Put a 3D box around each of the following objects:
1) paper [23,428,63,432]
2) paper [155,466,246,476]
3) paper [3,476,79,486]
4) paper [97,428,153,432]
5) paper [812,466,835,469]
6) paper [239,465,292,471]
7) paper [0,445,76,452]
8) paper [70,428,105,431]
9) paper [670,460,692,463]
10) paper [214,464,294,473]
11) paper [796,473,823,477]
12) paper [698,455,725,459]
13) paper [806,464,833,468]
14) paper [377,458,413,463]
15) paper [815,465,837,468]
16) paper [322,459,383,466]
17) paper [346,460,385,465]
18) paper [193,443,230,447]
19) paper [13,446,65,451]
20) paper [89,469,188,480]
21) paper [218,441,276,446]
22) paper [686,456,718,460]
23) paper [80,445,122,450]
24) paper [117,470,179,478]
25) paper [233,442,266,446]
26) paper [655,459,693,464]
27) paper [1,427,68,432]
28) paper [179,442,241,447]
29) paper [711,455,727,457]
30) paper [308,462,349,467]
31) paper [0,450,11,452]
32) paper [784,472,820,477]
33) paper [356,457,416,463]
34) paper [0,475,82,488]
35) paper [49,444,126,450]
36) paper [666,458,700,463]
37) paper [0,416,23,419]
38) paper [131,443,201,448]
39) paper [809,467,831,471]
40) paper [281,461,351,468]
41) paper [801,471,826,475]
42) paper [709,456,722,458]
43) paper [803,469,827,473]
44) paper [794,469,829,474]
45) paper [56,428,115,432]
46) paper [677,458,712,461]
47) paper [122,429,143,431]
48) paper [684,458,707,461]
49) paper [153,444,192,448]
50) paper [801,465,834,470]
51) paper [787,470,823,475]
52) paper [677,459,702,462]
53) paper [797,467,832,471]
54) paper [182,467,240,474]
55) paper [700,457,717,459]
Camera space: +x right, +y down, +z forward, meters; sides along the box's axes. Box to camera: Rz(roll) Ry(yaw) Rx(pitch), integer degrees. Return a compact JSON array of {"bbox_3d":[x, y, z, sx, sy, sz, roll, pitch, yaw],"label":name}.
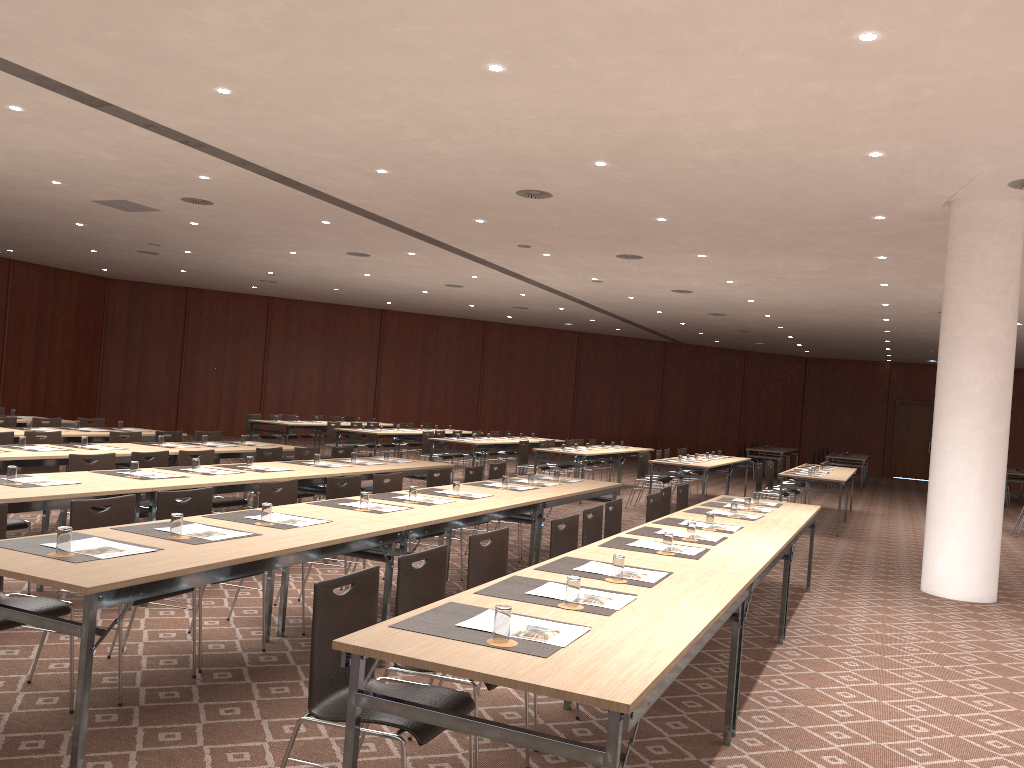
[{"bbox_3d":[-5.484,0.540,10.429,0.398,0.006,0.284,4,-1,22],"label":"paper"},{"bbox_3d":[-2.579,0.718,7.358,0.565,0.003,0.460,4,-1,22],"label":"paper"},{"bbox_3d":[-3.130,0.643,5.890,0.398,0.006,0.284,4,-1,22],"label":"paper"},{"bbox_3d":[-5.086,0.597,11.585,0.565,0.003,0.460,4,-1,23],"label":"paper"},{"bbox_3d":[5.737,1.542,16.368,0.398,0.006,0.284,4,-1,25],"label":"paper"},{"bbox_3d":[-2.223,0.754,7.963,0.398,0.006,0.284,4,-1,26],"label":"paper"},{"bbox_3d":[-4.401,0.588,8.142,0.565,0.003,0.460,4,-1,22],"label":"paper"},{"bbox_3d":[-5.271,0.569,11.053,0.398,0.006,0.284,4,-1,21],"label":"paper"},{"bbox_3d":[2.752,1.269,14.454,0.398,0.006,0.284,4,-1,23],"label":"paper"},{"bbox_3d":[-2.307,0.750,7.907,0.565,0.003,0.460,4,-1,22],"label":"paper"},{"bbox_3d":[4.587,1.400,13.675,0.398,0.006,0.284,4,-1,22],"label":"paper"},{"bbox_3d":[3.832,1.408,17.130,0.565,0.003,0.460,4,-1,23],"label":"paper"},{"bbox_3d":[5.898,1.569,16.934,0.565,0.003,0.460,4,-1,23],"label":"paper"},{"bbox_3d":[-1.354,0.861,10.022,0.398,0.006,0.284,4,-1,23],"label":"paper"},{"bbox_3d":[5.994,1.572,16.920,0.398,0.006,0.284,4,-1,25],"label":"paper"},{"bbox_3d":[-1.678,0.828,9.402,0.565,0.003,0.460,4,-1,25],"label":"paper"},{"bbox_3d":[-1.595,0.831,9.426,0.398,0.006,0.284,4,-1,26],"label":"paper"},{"bbox_3d":[-3.434,0.699,10.221,0.398,0.006,0.284,4,-1,21],"label":"paper"},{"bbox_3d":[-4.335,0.589,8.148,0.398,0.006,0.284,4,-1,25],"label":"paper"},{"bbox_3d":[-2.825,0.687,6.733,0.565,0.003,0.460,4,-1,25],"label":"paper"},{"bbox_3d":[-3.247,0.729,10.806,0.565,0.003,0.460,4,-1,24],"label":"paper"},{"bbox_3d":[3.565,1.376,16.530,0.565,0.003,0.460,4,-1,24],"label":"paper"},{"bbox_3d":[-4.054,0.622,8.716,0.398,0.006,0.284,4,-1,24],"label":"paper"},{"bbox_3d":[-2.763,0.689,6.768,0.398,0.006,0.284,4,-1,23],"label":"paper"},{"bbox_3d":[-3.164,0.732,10.844,0.398,0.006,0.284,4,-1,25],"label":"paper"},{"bbox_3d":[2.656,1.265,14.432,0.565,0.003,0.460,4,-1,23],"label":"paper"},{"bbox_3d":[-5.597,0.535,10.413,0.565,0.003,0.460,4,-1,26],"label":"paper"},{"bbox_3d":[-3.500,0.698,10.196,0.565,0.003,0.460,4,-1,21],"label":"paper"},{"bbox_3d":[4.128,1.439,17.740,0.398,0.006,0.284,4,-1,23],"label":"paper"},{"bbox_3d":[-1.846,0.800,8.832,0.398,0.006,0.284,4,-1,23],"label":"paper"},{"bbox_3d":[-4.661,0.556,7.547,0.565,0.003,0.460,4,-1,21],"label":"paper"},{"bbox_3d":[4.494,1.397,13.675,0.565,0.003,0.460,4,-1,23],"label":"paper"},{"bbox_3d":[-1.435,0.858,10.026,0.565,0.003,0.460,4,-1,23],"label":"paper"},{"bbox_3d":[-3.229,0.638,5.838,0.565,0.003,0.460,4,-1,23],"label":"paper"},{"bbox_3d":[-4.155,0.618,8.729,0.565,0.003,0.460,4,-1,23],"label":"paper"},{"bbox_3d":[2.922,1.297,15.028,0.565,0.003,0.460,4,-1,23],"label":"paper"},{"bbox_3d":[-6.910,0.467,12.374,0.565,0.003,0.460,4,-1,25],"label":"paper"},{"bbox_3d":[-3.760,0.666,9.633,0.565,0.003,0.460,4,-1,23],"label":"paper"},{"bbox_3d":[5.471,1.509,15.743,0.398,0.006,0.284,4,-1,25],"label":"paper"},{"bbox_3d":[-1.942,0.795,8.799,0.565,0.003,0.460,4,-1,24],"label":"paper"},{"bbox_3d":[4.838,1.431,14.260,0.398,0.006,0.284,4,-1,25],"label":"paper"},{"bbox_3d":[3.889,1.409,17.126,0.398,0.006,0.284,4,-1,27],"label":"paper"},{"bbox_3d":[5.079,1.462,14.881,0.398,0.006,0.284,4,-1,22],"label":"paper"},{"bbox_3d":[5.008,1.459,14.835,0.565,0.003,0.460,4,-1,21],"label":"paper"},{"bbox_3d":[-5.314,0.568,11.003,0.565,0.003,0.460,4,-1,22],"label":"paper"},{"bbox_3d":[3.195,1.330,15.650,0.565,0.003,0.460,4,-1,25],"label":"paper"},{"bbox_3d":[-4.990,0.602,11.617,0.398,0.006,0.284,4,-1,24],"label":"paper"},{"bbox_3d":[3.248,1.331,15.679,0.398,0.006,0.284,4,-1,21],"label":"paper"},{"bbox_3d":[-3.673,0.670,9.635,0.398,0.006,0.284,4,-1,20],"label":"paper"},{"bbox_3d":[5.625,1.536,16.333,0.565,0.003,0.460,4,-1,21],"label":"paper"},{"bbox_3d":[4.746,1.428,14.270,0.565,0.003,0.460,4,-1,26],"label":"paper"},{"bbox_3d":[3.005,1.300,15.058,0.398,0.006,0.284,4,-1,23],"label":"paper"},{"bbox_3d":[5.372,1.505,15.724,0.565,0.003,0.460,4,-1,24],"label":"paper"},{"bbox_3d":[-2.502,0.720,7.353,0.398,0.006,0.284,4,-1,21],"label":"paper"},{"bbox_3d":[3.653,1.379,16.546,0.398,0.006,0.284,4,-1,22],"label":"paper"}]
